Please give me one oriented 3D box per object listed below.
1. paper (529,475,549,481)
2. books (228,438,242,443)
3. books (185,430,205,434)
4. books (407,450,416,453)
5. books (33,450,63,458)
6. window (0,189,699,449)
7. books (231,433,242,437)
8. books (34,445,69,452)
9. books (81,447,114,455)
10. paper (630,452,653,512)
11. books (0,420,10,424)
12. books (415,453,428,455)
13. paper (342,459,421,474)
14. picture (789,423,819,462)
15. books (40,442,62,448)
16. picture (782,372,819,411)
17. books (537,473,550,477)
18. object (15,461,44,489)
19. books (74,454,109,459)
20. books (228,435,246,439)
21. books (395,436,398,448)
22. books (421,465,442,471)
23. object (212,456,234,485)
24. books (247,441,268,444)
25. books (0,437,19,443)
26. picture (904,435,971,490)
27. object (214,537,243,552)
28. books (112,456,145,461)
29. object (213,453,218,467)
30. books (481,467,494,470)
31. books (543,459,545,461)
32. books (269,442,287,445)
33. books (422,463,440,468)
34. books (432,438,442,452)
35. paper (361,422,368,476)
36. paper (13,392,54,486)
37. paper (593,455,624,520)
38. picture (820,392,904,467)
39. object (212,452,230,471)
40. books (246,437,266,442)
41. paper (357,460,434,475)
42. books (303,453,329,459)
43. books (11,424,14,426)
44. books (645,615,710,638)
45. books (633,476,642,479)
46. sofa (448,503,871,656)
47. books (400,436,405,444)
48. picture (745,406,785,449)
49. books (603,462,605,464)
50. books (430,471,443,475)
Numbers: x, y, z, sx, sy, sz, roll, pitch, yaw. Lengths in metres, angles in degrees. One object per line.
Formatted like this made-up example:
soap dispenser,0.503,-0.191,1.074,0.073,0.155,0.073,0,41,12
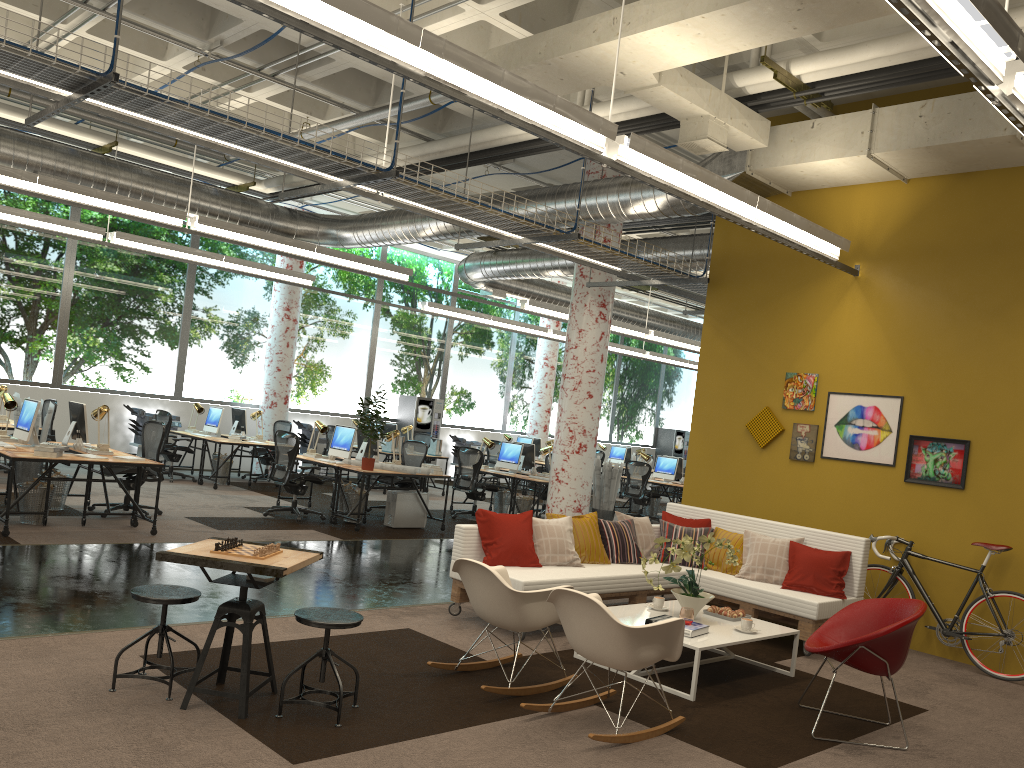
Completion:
paper,0.620,1.434,13.401,0.566,0.061,0.628,5,-3,44
books,-4.285,0.868,13.713,0.200,0.050,0.271,7,-2,-17
books,-5.267,0.796,14.715,0.226,0.038,0.308,9,-3,-44
books,-1.987,1.259,16.732,0.226,0.038,0.308,9,-3,-44
books,-4.369,0.652,8.345,0.200,0.050,0.271,7,-2,-17
window,-3.598,-1.237,17.870,26.286,3.765,0.050,9,-1,-44
books,-4.273,0.791,13.729,0.153,0.030,0.185,7,-2,-16
books,-4.346,0.608,8.364,0.193,0.044,0.257,7,-2,3
books,-4.302,0.697,9.189,0.226,0.038,0.308,9,-3,-44
paper,2.542,1.981,17.876,0.439,1.199,0.413,7,1,24
books,-6.920,0.494,11.921,0.226,0.038,0.308,9,-3,-44
books,-1.684,1.286,16.272,0.200,0.024,0.236,6,-2,19
paper,-1.677,1.040,11.236,1.132,0.082,0.083,6,-1,21
picture,2.813,0.563,8.534,0.027,0.356,0.251,6,0,-44
books,-4.357,0.575,8.361,0.153,0.030,0.185,7,-2,-16
picture,2.798,0.073,8.601,0.027,0.356,0.330,6,0,-44
books,0.576,1.458,14.078,0.226,0.038,0.308,9,-3,-44
object,-6.134,1.121,11.208,0.353,0.398,0.353,7,0,1
books,-4.119,0.710,8.672,0.243,0.019,0.206,6,-2,23
books,-4.261,0.824,13.732,0.193,0.044,0.257,7,-2,3
books,-2.131,1.068,15.769,0.068,0.310,0.233,6,0,-44
books,-1.053,1.097,11.576,0.193,0.044,0.257,8,-2,-27
object,-4.647,1.379,14.158,0.357,0.435,0.354,6,-1,42
books,-4.034,0.927,14.040,0.243,0.019,0.206,6,-2,23
books,-5.351,0.580,9.347,0.226,0.038,0.308,9,-3,-44
picture,3.674,0.672,7.655,0.042,0.418,0.501,6,0,-44
object,-1.436,0.805,4.497,0.056,0.053,0.250,7,-2,6
books,-3.842,0.748,8.882,0.200,0.024,0.236,6,-2,19
object,-5.022,1.384,15.077,0.120,0.403,0.234,6,0,-43
books,-0.472,1.341,14.236,0.226,0.038,0.308,9,-3,-44
books,0.859,1.700,19.507,0.226,0.038,0.308,9,-3,-44
books,-3.758,0.964,14.250,0.200,0.024,0.236,6,-2,19
books,-1.061,1.064,11.566,0.184,0.030,0.153,5,-3,44
books,-1.409,1.179,16.473,0.068,0.310,0.233,6,0,-44
paper,-2.931,1.337,17.829,0.439,1.199,0.413,7,1,24
paper,-6.109,0.709,11.207,0.439,1.199,0.413,7,1,24
paper,1.387,1.672,13.363,0.439,1.199,0.413,7,1,24
picture,3.210,0.406,8.150,0.018,0.633,0.704,6,0,-44
object,-4.961,1.380,15.128,0.357,0.435,0.354,6,-1,42
books,-4.218,0.913,14.556,0.226,0.038,0.308,9,-3,-44
paper,-1.557,1.058,11.352,1.133,0.082,0.083,6,-1,11
books,-2.661,0.976,12.006,0.226,0.038,0.308,9,-3,-44
books,-6.433,0.554,11.673,0.243,0.019,0.205,7,-2,-7
books,1.092,1.598,5.846,0.333,0.048,0.280,5,-3,37
books,2.437,1.786,16.936,0.226,0.038,0.308,9,-3,-44
sofa,1.238,1.539,7.121,2.864,0.931,2.012,9,-2,-44
books,-2.026,1.084,15.872,0.068,0.310,0.233,6,0,-44
picture,2.522,0.434,8.833,0.048,0.425,0.423,6,0,-44
books,2.130,1.942,21.927,0.226,0.038,0.308,9,-3,-44
books,-1.065,1.142,11.551,0.271,0.050,0.201,5,-3,43
